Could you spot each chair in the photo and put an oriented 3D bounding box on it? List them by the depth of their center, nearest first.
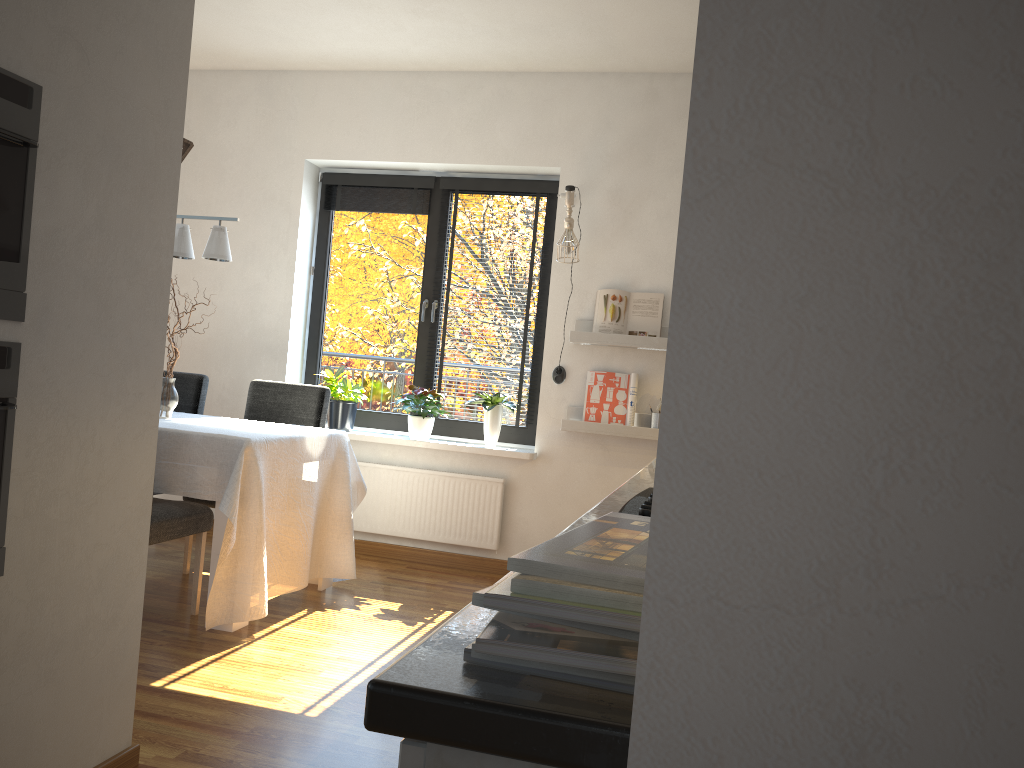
[{"bbox_3d":[-1.509,0.445,3.474,0.461,0.960,0.545,5,1,14],"label":"chair"},{"bbox_3d":[-1.276,0.465,4.431,0.461,0.960,0.545,6,1,19],"label":"chair"},{"bbox_3d":[-1.956,0.402,4.597,0.461,0.960,0.545,5,1,14],"label":"chair"}]

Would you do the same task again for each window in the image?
[{"bbox_3d":[-0.502,-0.470,5.274,1.561,1.588,0.119,5,1,14],"label":"window"},{"bbox_3d":[0.379,1.786,17.147,12.962,18.375,21.843,6,1,44],"label":"window"}]

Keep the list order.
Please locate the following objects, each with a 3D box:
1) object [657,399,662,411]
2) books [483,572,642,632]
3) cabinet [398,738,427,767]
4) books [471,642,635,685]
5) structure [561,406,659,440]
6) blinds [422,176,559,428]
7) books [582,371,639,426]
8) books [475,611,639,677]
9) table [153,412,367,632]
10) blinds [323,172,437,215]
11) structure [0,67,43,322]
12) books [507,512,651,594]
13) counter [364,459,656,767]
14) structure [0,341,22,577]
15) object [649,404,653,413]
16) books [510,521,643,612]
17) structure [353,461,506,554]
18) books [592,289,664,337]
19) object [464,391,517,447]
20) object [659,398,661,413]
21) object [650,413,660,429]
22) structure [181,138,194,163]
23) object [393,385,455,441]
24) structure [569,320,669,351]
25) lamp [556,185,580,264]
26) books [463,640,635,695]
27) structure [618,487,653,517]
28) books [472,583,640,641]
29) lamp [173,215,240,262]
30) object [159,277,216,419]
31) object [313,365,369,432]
[{"bbox_3d":[0.804,0.144,4.627,0.119,0.267,0.060,5,1,5],"label":"object"},{"bbox_3d":[0.143,0.168,0.753,0.252,0.011,0.318,5,0,15],"label":"books"},{"bbox_3d":[0.393,0.625,2.651,0.040,0.690,4.224,5,0,14],"label":"cabinet"},{"bbox_3d":[0.131,0.200,0.744,0.252,0.011,0.318,5,0,13],"label":"books"},{"bbox_3d":[0.569,0.211,4.718,0.594,0.129,0.147,5,0,14],"label":"structure"},{"bbox_3d":[-0.134,-0.480,5.146,0.710,1.422,0.049,5,1,14],"label":"blinds"},{"bbox_3d":[0.523,0.096,4.742,0.283,0.330,0.138,5,1,11],"label":"books"},{"bbox_3d":[0.127,0.189,0.729,0.252,0.011,0.318,5,0,10],"label":"books"},{"bbox_3d":[-1.721,0.524,4.070,1.856,0.763,1.235,5,0,14],"label":"table"},{"bbox_3d":[-0.801,-1.140,5.312,0.710,0.230,0.049,5,1,14],"label":"blinds"},{"bbox_3d":[-0.992,-0.356,1.453,0.052,0.462,0.585,5,0,14],"label":"structure"},{"bbox_3d":[0.170,0.149,0.765,0.252,0.011,0.318,5,0,20],"label":"books"},{"bbox_3d":[0.698,0.362,2.579,0.622,0.192,4.250,5,0,14],"label":"counter"},{"bbox_3d":[-1.038,0.145,1.461,0.052,0.462,0.585,5,0,14],"label":"structure"},{"bbox_3d":[0.753,0.188,4.680,0.089,0.159,0.007,5,1,-26],"label":"object"},{"bbox_3d":[0.161,0.159,0.760,0.252,0.011,0.318,5,0,15],"label":"books"},{"bbox_3d":[-0.762,0.687,5.071,1.456,0.460,0.078,5,1,15],"label":"structure"},{"bbox_3d":[0.613,-0.351,4.730,0.364,0.299,0.109,5,1,14],"label":"books"},{"bbox_3d":[-0.119,0.197,4.999,0.292,0.316,0.354,5,0,5],"label":"object"},{"bbox_3d":[0.774,0.174,4.660,0.007,0.200,0.020,6,1,35],"label":"object"},{"bbox_3d":[0.779,0.216,4.665,0.103,0.124,0.103,5,1,11],"label":"object"},{"bbox_3d":[-1.097,-0.834,2.348,0.495,0.775,0.185,5,1,14],"label":"structure"},{"bbox_3d":[-0.517,0.163,5.040,0.380,0.309,0.370,5,0,-12],"label":"object"},{"bbox_3d":[0.613,-0.260,4.710,0.594,0.129,0.147,5,0,14],"label":"structure"},{"bbox_3d":[0.309,-0.832,4.721,0.131,0.395,0.312,6,1,18],"label":"lamp"},{"bbox_3d":[0.132,0.211,0.756,0.252,0.011,0.318,5,0,17],"label":"books"},{"bbox_3d":[0.449,0.229,1.555,0.500,0.041,0.662,5,0,14],"label":"structure"},{"bbox_3d":[0.151,0.180,0.766,0.252,0.011,0.318,5,0,25],"label":"books"},{"bbox_3d":[-1.543,-1.221,4.032,0.759,1.285,0.131,5,1,14],"label":"lamp"},{"bbox_3d":[-1.555,-0.235,4.004,0.403,0.785,0.615,5,1,-12],"label":"object"},{"bbox_3d":[-0.975,0.083,5.181,0.333,0.385,0.299,6,1,29],"label":"object"}]
